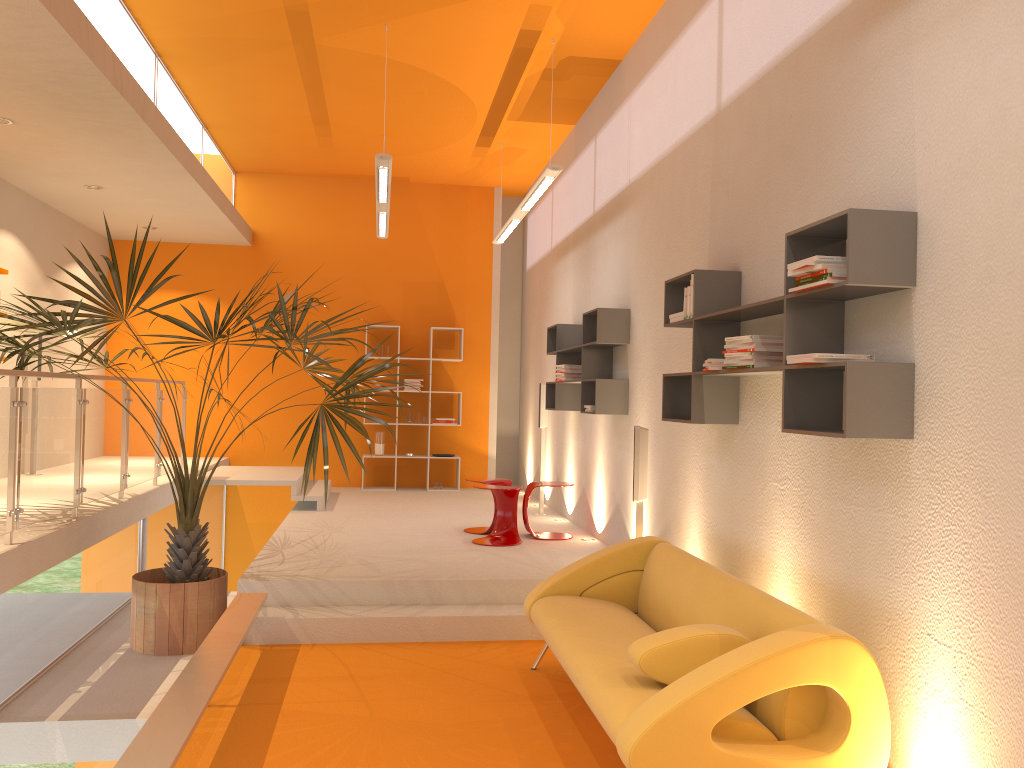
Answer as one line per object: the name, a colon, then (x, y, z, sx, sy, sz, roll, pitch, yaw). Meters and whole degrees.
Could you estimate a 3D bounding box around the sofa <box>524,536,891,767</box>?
sofa: (0.671, 1.185, 3.915, 0.929, 0.706, 2.081, 1, -1, -8)

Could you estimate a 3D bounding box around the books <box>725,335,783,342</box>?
books: (1.114, -0.199, 3.963, 0.230, 0.017, 0.226, 2, -1, -18)

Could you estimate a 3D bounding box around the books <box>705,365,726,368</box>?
books: (1.049, -0.080, 4.316, 0.190, 0.011, 0.268, 1, -1, 8)

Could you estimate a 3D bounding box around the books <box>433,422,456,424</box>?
books: (-0.832, 0.477, 10.929, 0.268, 0.011, 0.190, 1, -1, -7)

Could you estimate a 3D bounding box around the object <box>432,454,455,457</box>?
object: (-0.848, 0.885, 10.968, 0.294, 0.020, 0.294, 1, -1, 31)

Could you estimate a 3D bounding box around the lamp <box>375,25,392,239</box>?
lamp: (-1.124, -2.068, 7.810, 0.120, 1.052, 3.195, 1, -1, -8)

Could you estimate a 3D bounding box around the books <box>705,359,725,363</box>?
books: (1.045, -0.108, 4.319, 0.190, 0.015, 0.254, 1, -1, 8)

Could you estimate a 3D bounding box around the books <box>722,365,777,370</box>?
books: (1.102, -0.072, 3.957, 0.210, 0.013, 0.297, 2, -1, -13)

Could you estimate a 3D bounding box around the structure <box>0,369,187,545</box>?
structure: (-2.422, 0.359, 3.080, 0.195, 0.900, 11.050, 1, -1, -8)

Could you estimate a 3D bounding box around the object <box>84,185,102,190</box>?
object: (-3.724, -1.768, 7.890, 0.143, 0.059, 0.143, 2, -1, -37)

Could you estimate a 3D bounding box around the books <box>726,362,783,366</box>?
books: (1.102, -0.084, 3.961, 0.190, 0.011, 0.268, 2, -1, -12)

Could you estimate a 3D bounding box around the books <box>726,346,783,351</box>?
books: (1.104, -0.155, 3.962, 0.190, 0.011, 0.268, 2, -1, -12)

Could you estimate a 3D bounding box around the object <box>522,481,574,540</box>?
object: (0.307, 1.062, 7.476, 0.420, 0.450, 0.391, 1, -1, -8)

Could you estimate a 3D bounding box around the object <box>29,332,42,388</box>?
object: (-4.391, 0.179, 8.176, 0.116, 1.317, 0.111, 1, -1, -2)

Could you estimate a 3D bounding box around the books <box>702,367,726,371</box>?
books: (1.047, -0.068, 4.312, 0.210, 0.013, 0.297, 1, -1, 7)

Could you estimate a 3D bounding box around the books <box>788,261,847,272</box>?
books: (1.181, -0.431, 3.288, 0.254, 0.015, 0.190, 1, -1, -2)

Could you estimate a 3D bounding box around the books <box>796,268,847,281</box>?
books: (1.199, -0.399, 3.285, 0.190, 0.015, 0.254, 1, -1, -7)

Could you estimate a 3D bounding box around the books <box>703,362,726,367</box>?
books: (1.049, -0.093, 4.326, 0.190, 0.015, 0.254, 1, -1, 3)

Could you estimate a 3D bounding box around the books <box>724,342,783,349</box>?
books: (1.100, -0.168, 3.971, 0.190, 0.015, 0.254, 2, -1, -17)

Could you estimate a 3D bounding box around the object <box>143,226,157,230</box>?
object: (-4.012, -1.747, 9.818, 0.143, 0.059, 0.143, 2, -1, -37)

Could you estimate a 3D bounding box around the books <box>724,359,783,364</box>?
books: (1.099, -0.097, 3.970, 0.190, 0.015, 0.254, 2, -1, -17)

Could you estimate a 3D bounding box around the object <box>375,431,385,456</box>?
object: (-1.621, 0.730, 10.866, 0.129, 0.291, 0.129, 1, -1, 19)

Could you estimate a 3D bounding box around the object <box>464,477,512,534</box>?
object: (-0.205, 1.053, 7.677, 0.391, 0.450, 0.420, 2, -1, -38)

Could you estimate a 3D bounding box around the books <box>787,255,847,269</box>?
books: (1.184, -0.447, 3.301, 0.226, 0.017, 0.230, 1, -1, -8)

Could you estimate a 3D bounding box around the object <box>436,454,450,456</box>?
object: (-0.852, 0.883, 10.971, 0.178, 0.020, 0.178, 1, -1, 8)

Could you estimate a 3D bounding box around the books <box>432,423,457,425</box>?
books: (-0.836, 0.489, 10.929, 0.296, 0.013, 0.210, 1, -1, -8)

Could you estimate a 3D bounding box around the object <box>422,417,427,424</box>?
object: (0.221, 2.132, 7.326, 0.190, 3.502, 7.694, 2, -1, -20)

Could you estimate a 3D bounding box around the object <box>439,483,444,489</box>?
object: (0.692, 2.512, 4.584, 0.102, 2.685, 13.193, 2, -1, -14)

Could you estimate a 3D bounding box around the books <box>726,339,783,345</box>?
books: (1.100, -0.184, 3.964, 0.190, 0.015, 0.254, 2, -1, -12)

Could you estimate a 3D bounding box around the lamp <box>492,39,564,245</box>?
lamp: (0.091, -2.037, 7.990, 0.120, 1.052, 3.195, 1, -1, -8)

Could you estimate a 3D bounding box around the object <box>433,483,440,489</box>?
object: (0.479, 2.522, 5.880, 0.129, 2.692, 10.507, 2, -1, -16)

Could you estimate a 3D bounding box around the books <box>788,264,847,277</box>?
books: (1.186, -0.415, 3.287, 0.230, 0.017, 0.226, 2, -1, -13)

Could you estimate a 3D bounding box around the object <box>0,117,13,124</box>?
object: (-3.437, -1.789, 5.961, 0.143, 0.059, 0.143, 2, -1, -25)

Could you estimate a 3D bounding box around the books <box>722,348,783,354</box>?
books: (1.104, -0.143, 3.958, 0.210, 0.013, 0.297, 2, -1, -13)

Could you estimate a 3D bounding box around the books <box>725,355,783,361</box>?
books: (1.098, -0.112, 3.963, 0.190, 0.015, 0.254, 2, -1, -12)

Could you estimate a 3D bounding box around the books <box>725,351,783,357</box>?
books: (1.112, -0.128, 3.962, 0.230, 0.017, 0.226, 2, -1, -18)

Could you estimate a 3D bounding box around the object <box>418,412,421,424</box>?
object: (-2.182, 2.574, 7.286, 0.870, 4.604, 7.392, 1, -1, 22)

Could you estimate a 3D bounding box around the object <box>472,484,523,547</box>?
object: (-0.113, 1.047, 7.134, 0.391, 0.450, 0.420, 1, -1, 22)

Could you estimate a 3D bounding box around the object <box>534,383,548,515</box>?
object: (0.291, 0.648, 8.870, 0.116, 1.317, 0.111, 2, -1, -12)

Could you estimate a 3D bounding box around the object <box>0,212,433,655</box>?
object: (-2.043, 0.360, 5.935, 3.098, 2.600, 3.241, 1, -1, 0)

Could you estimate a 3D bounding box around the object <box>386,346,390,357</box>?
object: (-2.096, 2.169, 7.466, 0.351, 5.384, 6.779, 1, -1, 12)

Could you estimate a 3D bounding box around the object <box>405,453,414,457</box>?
object: (-1.254, 0.867, 10.851, 0.105, 0.035, 0.106, 1, -1, 35)
